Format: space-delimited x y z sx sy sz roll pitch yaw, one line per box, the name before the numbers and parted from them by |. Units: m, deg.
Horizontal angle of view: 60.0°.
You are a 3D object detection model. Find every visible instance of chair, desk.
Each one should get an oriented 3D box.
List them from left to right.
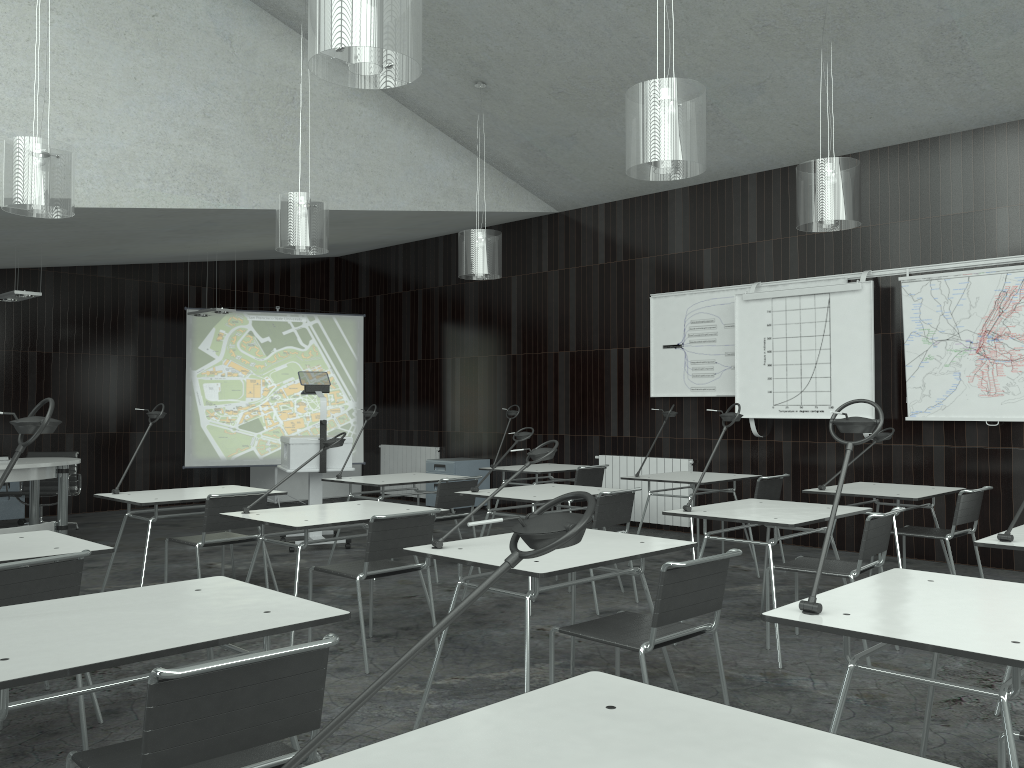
desk | -2.014 0.809 3.165 0.700 1.153 0.900 -2 -2 44
desk | -4.102 1.082 6.778 0.910 0.818 1.600 -1 -2 39
chair | -1.714 0.994 2.914 0.555 0.765 0.428 -1 -2 32
chair | -4.337 1.118 8.163 0.560 0.825 0.587 0 -2 -7
desk | -0.963 0.696 2.160 0.700 1.321 0.900 -2 -2 45
desk | -1.928 0.789 5.341 0.700 1.321 0.900 -2 -2 45
chair | -0.670 0.965 1.899 0.428 0.765 0.555 2 -2 -43
chair | -1.696 1.059 5.122 0.555 0.765 0.428 -2 -2 43
desk | -0.870 0.846 4.393 0.700 1.153 0.900 -2 -2 44
chair | -0.646 1.032 4.191 0.555 0.765 0.428 -2 -2 44
desk | -0.825 0.825 6.502 0.700 1.321 0.900 -2 -2 44
chair | -0.522 1.092 6.203 0.555 0.765 0.428 -1 -2 41
desk | 0.271 0.860 7.654 0.700 1.321 0.900 -2 -2 43
desk | 0.202 0.879 5.480 0.700 1.153 0.900 -2 -2 44
desk | 0.155 0.816 3.319 0.700 1.153 0.900 -2 -2 44
chair | 0.496 1.130 7.451 0.555 0.765 0.428 -1 -2 42
desk | 0.097 0.752 1.178 0.700 1.153 0.900 -2 -2 44
chair | 0.452 1.066 5.291 0.555 0.765 0.428 -1 -2 40
chair | 0.455 0.999 3.020 0.428 0.765 0.555 2 -2 -44
desk | 1.359 0.832 6.676 0.700 1.321 0.900 -1 -2 42
chair | 1.669 1.099 6.385 0.555 0.765 0.428 -1 -2 42
desk | 1.302 0.767 4.490 0.700 1.321 0.900 -2 -2 44
chair | 1.557 1.036 4.254 0.555 0.765 0.428 -1 -2 39
desk | 2.373 0.886 5.630 0.700 1.153 0.900 -2 -2 44
chair | 2.595 1.072 5.428 0.428 0.765 0.555 2 -2 -44
desk | 1.181 0.702 2.301 0.700 1.321 0.900 -2 -2 44
desk | 2.339 0.823 3.499 0.700 1.153 0.900 -2 -2 44
chair | 1.479 0.971 2.046 0.555 0.765 0.428 -2 -2 44

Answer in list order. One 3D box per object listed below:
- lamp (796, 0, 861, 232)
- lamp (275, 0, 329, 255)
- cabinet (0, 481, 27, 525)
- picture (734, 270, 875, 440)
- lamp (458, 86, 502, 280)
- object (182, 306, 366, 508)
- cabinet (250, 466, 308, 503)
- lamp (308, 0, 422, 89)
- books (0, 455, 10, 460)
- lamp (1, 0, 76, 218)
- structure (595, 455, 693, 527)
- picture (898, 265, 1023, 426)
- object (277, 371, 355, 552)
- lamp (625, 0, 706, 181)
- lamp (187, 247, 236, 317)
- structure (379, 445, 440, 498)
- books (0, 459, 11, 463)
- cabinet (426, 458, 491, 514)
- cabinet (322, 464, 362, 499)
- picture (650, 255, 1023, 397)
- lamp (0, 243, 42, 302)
lamp | 1.867 -1.914 5.255 0.359 1.761 0.350 -2 -2 44
lamp | -1.431 -2.166 6.093 0.359 2.307 0.350 -2 -2 44
cabinet | -5.177 1.227 8.801 0.598 0.648 0.502 -2 -2 43
picture | 2.428 -0.251 7.331 1.191 1.508 0.254 -2 -2 44
lamp | -0.261 -1.856 7.301 0.359 1.761 0.350 -2 -2 44
object | -2.699 0.292 10.229 2.051 2.602 0.673 1 -2 -22
cabinet | -2.867 0.973 11.213 0.587 1.285 0.639 -2 -2 44
lamp | -0.463 -2.531 2.850 0.359 2.848 0.350 -2 -2 44
books | -4.020 0.642 6.927 0.164 0.032 0.183 1 -2 -33
lamp | -2.590 -2.473 4.896 0.359 2.848 0.350 -2 -2 44
structure | 1.254 1.125 8.543 1.129 0.688 0.079 -2 -2 44
picture | 3.448 -0.336 6.405 1.211 1.342 0.163 -2 -2 44
object | -1.646 0.693 7.450 0.559 1.639 0.680 1 -2 -22
lamp | 0.696 -2.224 4.047 0.359 2.307 0.350 -2 -2 44
lamp | -3.015 -2.570 8.952 0.600 3.595 0.212 -2 -2 44
structure | -1.289 1.195 10.989 1.129 0.688 0.079 -2 -2 44
books | -4.065 0.668 6.938 0.297 0.021 0.210 -1 -2 27
cabinet | -0.605 1.267 9.976 0.502 0.648 0.598 -2 -2 43
cabinet | -2.418 0.988 11.680 0.587 1.285 0.639 -2 -2 44
picture | 2.702 -0.448 7.221 3.818 1.102 0.050 -2 -2 44
lamp | -4.253 -2.609 7.665 0.600 3.595 0.212 -2 -2 44
